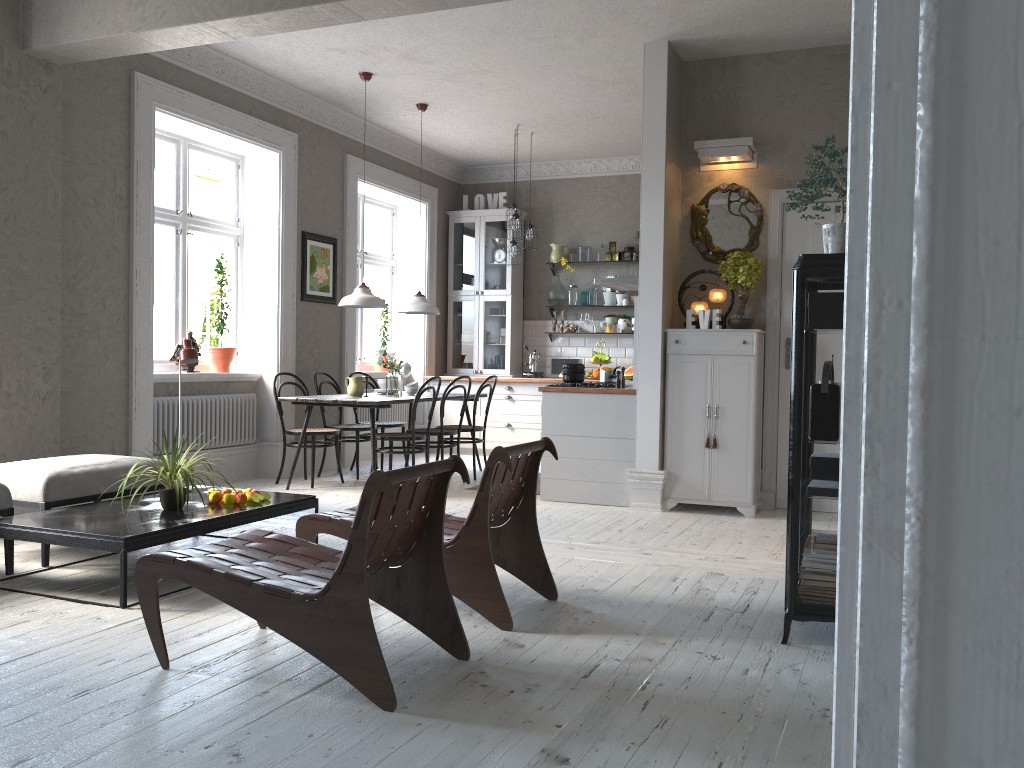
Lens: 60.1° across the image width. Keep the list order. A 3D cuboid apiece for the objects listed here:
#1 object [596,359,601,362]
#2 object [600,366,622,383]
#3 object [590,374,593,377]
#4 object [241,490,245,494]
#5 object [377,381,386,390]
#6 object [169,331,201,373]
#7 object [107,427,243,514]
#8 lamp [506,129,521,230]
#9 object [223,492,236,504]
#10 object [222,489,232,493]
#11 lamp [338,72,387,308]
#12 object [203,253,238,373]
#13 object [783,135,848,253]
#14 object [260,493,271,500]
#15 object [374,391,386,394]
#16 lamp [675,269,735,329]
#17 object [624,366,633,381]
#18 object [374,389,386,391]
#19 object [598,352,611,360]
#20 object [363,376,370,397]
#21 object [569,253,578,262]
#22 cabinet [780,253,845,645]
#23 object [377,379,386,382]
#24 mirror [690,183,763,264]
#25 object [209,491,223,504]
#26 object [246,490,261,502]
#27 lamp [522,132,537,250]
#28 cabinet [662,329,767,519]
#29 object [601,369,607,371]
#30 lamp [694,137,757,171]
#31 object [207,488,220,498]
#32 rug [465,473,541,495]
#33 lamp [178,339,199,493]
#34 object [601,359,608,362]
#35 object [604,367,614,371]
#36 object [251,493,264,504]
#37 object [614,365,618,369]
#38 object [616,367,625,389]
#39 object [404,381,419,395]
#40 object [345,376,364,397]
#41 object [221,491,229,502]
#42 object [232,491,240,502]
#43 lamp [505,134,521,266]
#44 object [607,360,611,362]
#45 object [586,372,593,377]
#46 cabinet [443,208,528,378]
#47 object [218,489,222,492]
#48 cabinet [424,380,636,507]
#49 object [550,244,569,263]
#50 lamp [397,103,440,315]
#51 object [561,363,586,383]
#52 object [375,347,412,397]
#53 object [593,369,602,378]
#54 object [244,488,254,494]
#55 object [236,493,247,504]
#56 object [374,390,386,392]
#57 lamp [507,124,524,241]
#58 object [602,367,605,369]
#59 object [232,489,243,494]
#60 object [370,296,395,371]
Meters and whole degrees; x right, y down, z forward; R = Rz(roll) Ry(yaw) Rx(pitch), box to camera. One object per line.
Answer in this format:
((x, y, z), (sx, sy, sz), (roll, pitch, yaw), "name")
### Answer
((0.944, -0.246, 9.649), (0.062, 0.061, 0.067), (2, 2, 22), "object")
((0.810, -0.073, 6.910), (0.178, 0.134, 0.298), (0, 2, -33), "object")
((0.897, -0.093, 9.712), (0.090, 0.057, 0.084), (0, 2, -35), "object")
((-1.437, 0.586, 4.685), (0.063, 0.039, 0.067), (2, 2, 28), "object")
((-1.103, 0.025, 7.849), (0.178, 0.094, 0.181), (1, 2, 14), "object")
((-2.555, -0.253, 6.921), (0.118, 0.329, 0.241), (2, 2, 25), "object")
((-1.614, 0.410, 4.305), (0.716, 0.420, 0.677), (2, 2, 41), "object")
((0.028, -2.385, 8.648), (0.146, 1.735, 0.147), (1, 1, 9), "lamp")
((-1.434, 0.578, 4.495), (0.063, 0.063, 0.060), (0, 2, -36), "object")
((-1.491, 0.577, 4.630), (0.057, 0.058, 0.058), (1, 2, 5), "object")
((-1.179, -1.540, 7.063), (0.386, 1.858, 0.372), (0, 2, -30), "lamp")
((-2.392, -0.590, 7.277), (0.275, 0.991, 0.265), (0, 2, -28), "object")
((1.307, -0.739, 3.508), (0.406, 0.506, 0.406), (2, 2, 39), "object")
((-1.299, 0.590, 4.643), (0.068, 0.037, 0.046), (0, 2, -41), "object")
((-1.103, 0.078, 7.850), (0.232, 0.027, 0.242), (2, 2, 40), "object")
((1.403, -0.551, 6.422), (0.441, 0.558, 0.175), (2, 2, 30), "lamp")
((1.289, -0.116, 9.387), (0.231, 0.174, 0.222), (3, 2, 44), "object")
((-1.103, 0.060, 7.850), (0.242, 0.027, 0.232), (0, 2, -45), "object")
((1.029, -0.301, 9.719), (0.177, 0.096, 0.090), (2, 2, 43), "object")
((-1.193, 0.022, 7.257), (0.058, 0.167, 0.060), (2, 2, 36), "object")
((0.695, -1.414, 10.003), (0.102, 0.111, 0.105), (2, 2, 22), "object")
((1.290, 0.248, 3.541), (0.343, 1.471, 0.627), (2, 2, 23), "cabinet")
((-1.102, 0.004, 7.848), (0.178, 0.094, 0.181), (1, 2, 14), "object")
((1.565, -1.179, 6.487), (0.525, 0.593, 0.072), (2, 2, 22), "mirror")
((-1.505, 0.575, 4.498), (0.069, 0.066, 0.071), (2, 2, 38), "object")
((-1.338, 0.578, 4.574), (0.077, 0.064, 0.073), (0, 2, -37), "object")
((0.187, -2.204, 8.757), (0.146, 1.735, 0.148), (1, 1, 9), "lamp")
((1.438, 0.263, 6.318), (0.656, 1.297, 0.389), (2, 2, 22), "cabinet")
((0.998, -0.127, 9.635), (0.089, 0.078, 0.087), (0, 2, -41), "object")
((1.543, -1.657, 6.398), (0.410, 0.171, 0.223), (2, 2, 22), "lamp")
((-1.544, 0.573, 4.580), (0.066, 0.066, 0.072), (2, 2, 27), "object")
((0.203, 0.845, 7.607), (0.725, 0.014, 1.308), (2, 2, 23), "rug")
((-1.789, 0.177, 4.799), (0.140, 0.839, 0.247), (0, 2, -32), "lamp")
((1.008, -0.243, 9.660), (0.076, 0.062, 0.100), (1, 2, -4), "object")
((1.069, -0.155, 9.685), (0.125, 0.056, 0.060), (1, 2, 14), "object")
((-1.303, 0.585, 4.519), (0.057, 0.053, 0.061), (2, 2, 29), "object")
((1.091, -0.147, 9.668), (0.128, 0.120, 0.060), (0, 2, -44), "object")
((0.805, -0.051, 6.572), (0.072, 0.167, 0.036), (2, 2, 22), "object")
((-0.887, 0.037, 7.810), (0.122, 0.119, 0.130), (2, 2, 38), "object")
((-1.277, 0.020, 7.200), (0.151, 0.170, 0.134), (1, 2, -16), "object")
((-1.480, 0.579, 4.565), (0.057, 0.056, 0.060), (1, 2, 9), "object")
((-1.414, 0.580, 4.556), (0.056, 0.058, 0.059), (1, 2, 13), "object")
((0.025, -2.050, 8.829), (0.148, 1.735, 0.145), (1, 1, -11), "lamp")
((1.058, -0.245, 9.673), (0.051, 0.050, 0.050), (2, 2, 32), "object")
((0.875, -0.098, 9.760), (0.155, 0.072, 0.075), (0, 2, -38), "object")
((-0.303, -1.021, 10.254), (0.866, 1.921, 0.393), (2, 2, 22), "cabinet")
((-1.558, 0.576, 4.654), (0.069, 0.055, 0.059), (1, 2, -10), "object")
((0.611, 0.407, 8.483), (2.017, 0.854, 4.134), (0, 2, -21), "cabinet")
((0.526, -1.471, 10.006), (0.187, 0.216, 0.177), (2, 2, 36), "object")
((-0.816, -1.556, 7.895), (0.372, 1.858, 0.386), (2, 2, 30), "lamp")
((0.472, -0.084, 6.795), (0.190, 0.147, 0.193), (1, 2, 2), "object")
((-0.973, -0.099, 7.299), (0.307, 0.414, 0.255), (2, 2, 21), "object")
((0.931, -0.115, 9.580), (0.114, 0.110, 0.110), (1, 2, -10), "object")
((-1.373, 0.576, 4.641), (0.059, 0.062, 0.064), (1, 1, 4), "object")
((-1.373, 0.582, 4.496), (0.057, 0.058, 0.056), (0, 2, -43), "object")
((-1.103, 0.069, 7.850), (0.239, 0.027, 0.235), (1, 2, -10), "object")
((0.049, -2.250, 8.468), (0.149, 1.735, 0.144), (0, 2, -21), "lamp")
((1.015, -0.140, 9.753), (0.084, 0.093, 0.088), (2, 2, 19), "object")
((-1.431, 0.578, 4.615), (0.062, 0.058, 0.060), (0, 2, -23), "object")
((-1.398, -0.545, 9.596), (0.265, 0.813, 0.254), (0, 2, -40), "object")
